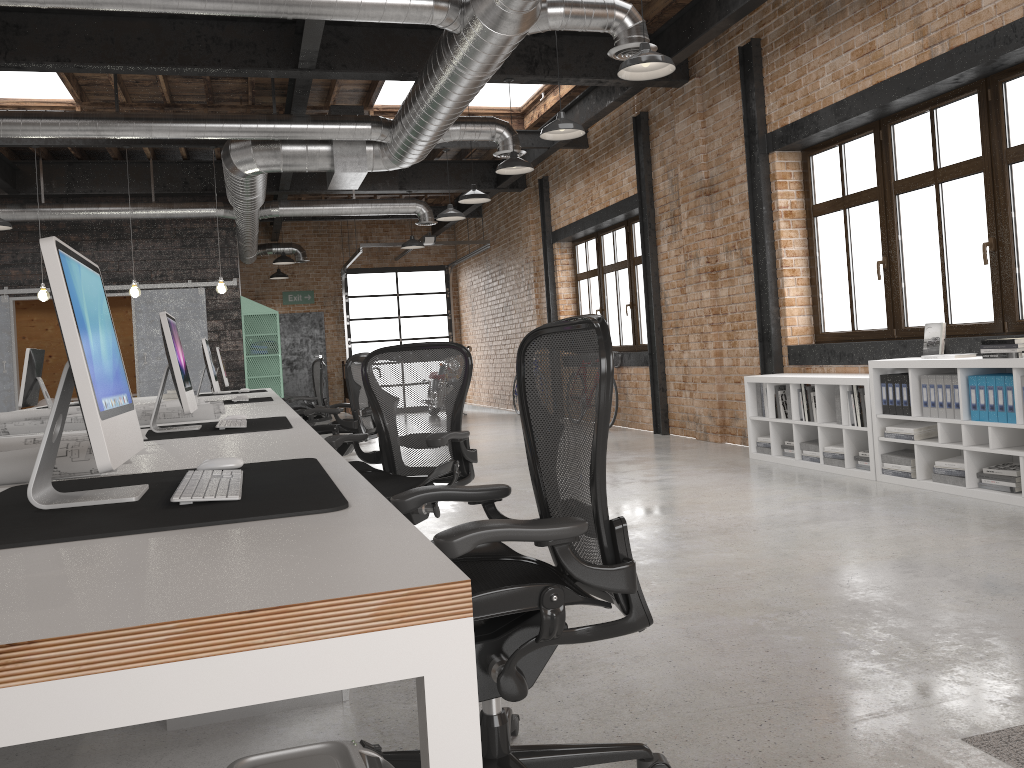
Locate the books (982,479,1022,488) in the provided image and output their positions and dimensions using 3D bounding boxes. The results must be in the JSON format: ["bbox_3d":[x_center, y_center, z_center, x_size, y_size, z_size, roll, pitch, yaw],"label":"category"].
[{"bbox_3d":[2.827,0.546,5.033,0.164,0.047,0.239,-4,2,-16],"label":"books"}]

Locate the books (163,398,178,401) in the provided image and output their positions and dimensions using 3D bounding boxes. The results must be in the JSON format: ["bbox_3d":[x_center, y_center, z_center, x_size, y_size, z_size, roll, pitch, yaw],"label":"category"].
[{"bbox_3d":[-2.724,0.137,7.196,0.200,0.050,0.271,-4,2,-19],"label":"books"}]

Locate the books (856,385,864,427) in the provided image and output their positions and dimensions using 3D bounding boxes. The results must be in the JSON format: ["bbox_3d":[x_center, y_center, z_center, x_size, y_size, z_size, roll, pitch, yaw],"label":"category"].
[{"bbox_3d":[2.502,0.125,6.080,0.272,0.354,0.063,-4,-1,-11],"label":"books"}]

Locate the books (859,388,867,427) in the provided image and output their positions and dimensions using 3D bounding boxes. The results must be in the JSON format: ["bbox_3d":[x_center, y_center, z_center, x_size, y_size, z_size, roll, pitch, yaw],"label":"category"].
[{"bbox_3d":[2.494,0.163,6.044,0.222,0.283,0.061,-4,-1,-11],"label":"books"}]

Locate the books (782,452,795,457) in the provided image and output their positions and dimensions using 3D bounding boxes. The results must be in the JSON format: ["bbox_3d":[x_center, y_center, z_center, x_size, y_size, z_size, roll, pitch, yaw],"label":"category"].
[{"bbox_3d":[2.276,0.542,6.951,0.184,0.049,0.261,-4,2,-16],"label":"books"}]

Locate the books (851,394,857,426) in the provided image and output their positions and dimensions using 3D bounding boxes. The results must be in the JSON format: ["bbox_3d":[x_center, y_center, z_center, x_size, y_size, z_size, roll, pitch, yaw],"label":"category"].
[{"bbox_3d":[2.443,0.185,6.137,0.162,0.240,0.054,-4,-1,-11],"label":"books"}]

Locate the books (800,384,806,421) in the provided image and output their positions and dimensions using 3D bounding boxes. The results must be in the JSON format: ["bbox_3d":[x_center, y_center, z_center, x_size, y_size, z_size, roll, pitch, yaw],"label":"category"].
[{"bbox_3d":[2.325,0.113,6.735,0.258,0.355,0.049,-4,-1,-11],"label":"books"}]

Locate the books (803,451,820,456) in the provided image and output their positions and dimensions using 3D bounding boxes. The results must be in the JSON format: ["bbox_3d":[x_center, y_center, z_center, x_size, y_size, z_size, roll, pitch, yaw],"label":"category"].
[{"bbox_3d":[2.343,0.501,6.627,0.214,0.046,0.251,-4,2,-16],"label":"books"}]

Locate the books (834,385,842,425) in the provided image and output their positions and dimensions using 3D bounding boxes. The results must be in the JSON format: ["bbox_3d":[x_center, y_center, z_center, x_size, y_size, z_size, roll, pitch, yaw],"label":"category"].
[{"bbox_3d":[2.444,0.122,6.328,0.259,0.351,0.065,-4,-1,-11],"label":"books"}]

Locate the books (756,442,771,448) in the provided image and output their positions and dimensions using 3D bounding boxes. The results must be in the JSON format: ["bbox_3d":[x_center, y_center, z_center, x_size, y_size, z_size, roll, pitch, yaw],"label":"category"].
[{"bbox_3d":[2.162,0.480,7.234,0.207,0.067,0.275,-4,2,-16],"label":"books"}]

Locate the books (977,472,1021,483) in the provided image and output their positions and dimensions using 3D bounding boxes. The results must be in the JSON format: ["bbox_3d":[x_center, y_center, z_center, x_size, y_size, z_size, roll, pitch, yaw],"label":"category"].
[{"bbox_3d":[2.845,0.516,5.052,0.222,0.055,0.282,-4,2,-16],"label":"books"}]

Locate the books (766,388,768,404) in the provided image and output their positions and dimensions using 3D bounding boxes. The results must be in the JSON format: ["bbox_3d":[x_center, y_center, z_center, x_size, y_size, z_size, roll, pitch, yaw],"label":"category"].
[{"bbox_3d":[2.165,0.154,7.195,0.182,0.262,0.056,-4,-1,-11],"label":"books"}]

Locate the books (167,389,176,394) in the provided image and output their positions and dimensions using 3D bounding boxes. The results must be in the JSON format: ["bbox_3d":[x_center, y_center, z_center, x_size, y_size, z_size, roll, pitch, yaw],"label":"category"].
[{"bbox_3d":[-2.727,0.058,7.214,0.153,0.030,0.185,-4,2,-18],"label":"books"}]

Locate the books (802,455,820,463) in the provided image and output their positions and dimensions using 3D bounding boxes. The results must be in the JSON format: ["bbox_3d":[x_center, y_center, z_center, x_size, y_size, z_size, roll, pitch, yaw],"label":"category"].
[{"bbox_3d":[2.341,0.545,6.638,0.207,0.061,0.274,-4,2,-16],"label":"books"}]

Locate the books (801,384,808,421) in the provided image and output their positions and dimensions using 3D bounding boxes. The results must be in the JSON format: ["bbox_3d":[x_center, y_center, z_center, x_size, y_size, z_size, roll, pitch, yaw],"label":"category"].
[{"bbox_3d":[2.334,0.115,6.713,0.259,0.353,0.070,-4,-1,-11],"label":"books"}]

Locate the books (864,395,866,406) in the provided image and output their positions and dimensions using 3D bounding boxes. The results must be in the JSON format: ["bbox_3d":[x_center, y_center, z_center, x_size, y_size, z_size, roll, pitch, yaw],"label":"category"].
[{"bbox_3d":[2.501,0.185,6.009,0.197,0.240,0.058,-4,-1,-11],"label":"books"}]

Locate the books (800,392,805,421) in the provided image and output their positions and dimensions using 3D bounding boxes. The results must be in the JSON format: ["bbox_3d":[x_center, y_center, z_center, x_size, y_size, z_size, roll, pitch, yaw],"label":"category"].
[{"bbox_3d":[2.283,0.174,6.740,0.162,0.240,0.054,-4,-1,-11],"label":"books"}]

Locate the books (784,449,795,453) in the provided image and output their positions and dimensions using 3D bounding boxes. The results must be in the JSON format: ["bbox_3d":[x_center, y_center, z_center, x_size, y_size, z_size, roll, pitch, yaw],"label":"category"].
[{"bbox_3d":[2.270,0.514,6.936,0.164,0.047,0.239,-4,2,-16],"label":"books"}]

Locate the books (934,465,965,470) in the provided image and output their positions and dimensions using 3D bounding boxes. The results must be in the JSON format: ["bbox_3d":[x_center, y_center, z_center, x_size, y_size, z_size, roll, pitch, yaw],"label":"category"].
[{"bbox_3d":[2.722,0.485,5.326,0.219,0.039,0.260,-4,2,-16],"label":"books"}]

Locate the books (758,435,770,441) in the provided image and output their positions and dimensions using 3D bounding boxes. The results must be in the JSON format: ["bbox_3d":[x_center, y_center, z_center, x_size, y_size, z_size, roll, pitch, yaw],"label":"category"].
[{"bbox_3d":[2.164,0.435,7.224,0.214,0.052,0.252,-4,2,-16],"label":"books"}]

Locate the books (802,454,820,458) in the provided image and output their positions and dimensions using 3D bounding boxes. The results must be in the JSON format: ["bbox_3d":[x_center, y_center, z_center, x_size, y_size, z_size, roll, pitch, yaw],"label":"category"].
[{"bbox_3d":[2.344,0.519,6.632,0.219,0.034,0.259,-4,2,-16],"label":"books"}]

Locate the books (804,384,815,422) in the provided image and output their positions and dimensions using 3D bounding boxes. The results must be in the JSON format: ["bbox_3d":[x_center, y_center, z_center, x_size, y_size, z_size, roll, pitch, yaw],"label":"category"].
[{"bbox_3d":[2.342,0.114,6.684,0.272,0.354,0.063,-4,-1,-11],"label":"books"}]

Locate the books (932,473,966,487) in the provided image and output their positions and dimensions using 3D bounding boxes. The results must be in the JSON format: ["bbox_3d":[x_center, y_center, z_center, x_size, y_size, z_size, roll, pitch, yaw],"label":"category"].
[{"bbox_3d":[2.726,0.562,5.340,0.217,0.072,0.289,-4,2,-16],"label":"books"}]

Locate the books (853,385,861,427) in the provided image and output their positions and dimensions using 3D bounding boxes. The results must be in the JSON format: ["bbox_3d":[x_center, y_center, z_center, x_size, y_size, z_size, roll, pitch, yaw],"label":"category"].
[{"bbox_3d":[2.494,0.126,6.109,0.259,0.353,0.070,-4,-1,-11],"label":"books"}]

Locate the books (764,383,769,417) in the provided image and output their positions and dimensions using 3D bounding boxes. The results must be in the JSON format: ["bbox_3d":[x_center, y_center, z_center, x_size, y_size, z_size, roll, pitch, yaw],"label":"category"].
[{"bbox_3d":[2.198,0.129,7.242,0.259,0.305,0.040,-4,-1,-11],"label":"books"}]

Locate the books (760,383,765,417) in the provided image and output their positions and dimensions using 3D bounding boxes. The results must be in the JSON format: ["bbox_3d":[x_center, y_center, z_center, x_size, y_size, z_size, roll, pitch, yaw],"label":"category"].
[{"bbox_3d":[2.178,0.114,7.293,0.249,0.333,0.060,-4,-1,-11],"label":"books"}]

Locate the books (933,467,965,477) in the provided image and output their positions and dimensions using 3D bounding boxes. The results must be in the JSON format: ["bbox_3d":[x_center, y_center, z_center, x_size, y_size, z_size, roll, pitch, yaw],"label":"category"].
[{"bbox_3d":[2.718,0.512,5.332,0.207,0.067,0.275,-4,2,-16],"label":"books"}]

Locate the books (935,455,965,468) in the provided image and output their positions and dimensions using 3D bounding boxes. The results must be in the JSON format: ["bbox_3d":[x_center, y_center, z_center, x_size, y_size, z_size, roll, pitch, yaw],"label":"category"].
[{"bbox_3d":[2.721,0.467,5.322,0.214,0.052,0.252,-4,2,-16],"label":"books"}]

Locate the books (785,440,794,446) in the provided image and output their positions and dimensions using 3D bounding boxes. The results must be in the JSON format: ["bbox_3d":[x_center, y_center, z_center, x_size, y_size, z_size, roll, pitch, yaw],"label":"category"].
[{"bbox_3d":[2.289,0.452,6.931,0.199,0.054,0.239,-4,2,-16],"label":"books"}]

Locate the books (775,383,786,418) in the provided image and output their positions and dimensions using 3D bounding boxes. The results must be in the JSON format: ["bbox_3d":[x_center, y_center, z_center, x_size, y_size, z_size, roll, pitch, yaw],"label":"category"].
[{"bbox_3d":[2.226,0.107,7.107,0.272,0.354,0.063,-4,-1,-11],"label":"books"}]

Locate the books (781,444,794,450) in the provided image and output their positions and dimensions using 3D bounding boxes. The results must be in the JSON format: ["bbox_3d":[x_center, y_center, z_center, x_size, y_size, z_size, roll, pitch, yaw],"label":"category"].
[{"bbox_3d":[2.288,0.484,6.955,0.222,0.055,0.282,-4,2,-16],"label":"books"}]

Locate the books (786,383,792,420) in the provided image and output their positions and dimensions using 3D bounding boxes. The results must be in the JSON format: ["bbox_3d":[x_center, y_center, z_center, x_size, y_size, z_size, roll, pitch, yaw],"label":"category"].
[{"bbox_3d":[2.284,0.110,6.932,0.259,0.351,0.065,-4,-1,-11],"label":"books"}]

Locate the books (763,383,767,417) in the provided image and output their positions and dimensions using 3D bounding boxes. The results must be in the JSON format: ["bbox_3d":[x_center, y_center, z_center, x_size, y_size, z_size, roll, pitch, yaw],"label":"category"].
[{"bbox_3d":[2.192,0.123,7.264,0.265,0.315,0.025,-4,-1,-11],"label":"books"}]

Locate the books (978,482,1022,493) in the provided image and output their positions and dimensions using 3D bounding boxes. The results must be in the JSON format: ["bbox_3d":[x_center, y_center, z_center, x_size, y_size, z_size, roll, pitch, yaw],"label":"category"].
[{"bbox_3d":[2.833,0.574,5.048,0.184,0.049,0.261,-4,2,-16],"label":"books"}]

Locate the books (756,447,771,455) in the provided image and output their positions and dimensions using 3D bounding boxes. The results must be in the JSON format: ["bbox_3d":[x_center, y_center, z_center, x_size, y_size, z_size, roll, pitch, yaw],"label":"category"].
[{"bbox_3d":[2.169,0.530,7.243,0.217,0.072,0.289,-4,2,-16],"label":"books"}]

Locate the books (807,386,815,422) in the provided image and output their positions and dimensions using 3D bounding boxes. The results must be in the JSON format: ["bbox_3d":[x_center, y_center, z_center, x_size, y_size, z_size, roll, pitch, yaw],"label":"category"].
[{"bbox_3d":[2.334,0.152,6.647,0.222,0.283,0.061,-4,-1,-11],"label":"books"}]

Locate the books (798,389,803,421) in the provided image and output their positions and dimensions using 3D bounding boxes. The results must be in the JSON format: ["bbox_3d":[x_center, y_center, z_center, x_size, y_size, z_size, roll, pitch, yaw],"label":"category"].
[{"bbox_3d":[2.281,0.161,6.772,0.182,0.262,0.056,-4,-1,-11],"label":"books"}]

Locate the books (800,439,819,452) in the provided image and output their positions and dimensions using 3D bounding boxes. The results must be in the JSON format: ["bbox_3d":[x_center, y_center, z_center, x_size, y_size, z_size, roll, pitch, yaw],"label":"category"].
[{"bbox_3d":[2.340,0.464,6.647,0.217,0.078,0.291,-4,2,-16],"label":"books"}]

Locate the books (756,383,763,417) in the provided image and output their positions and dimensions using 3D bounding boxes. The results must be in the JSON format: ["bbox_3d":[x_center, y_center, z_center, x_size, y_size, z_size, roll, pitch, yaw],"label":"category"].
[{"bbox_3d":[2.168,0.103,7.355,0.259,0.351,0.065,-4,-1,-11],"label":"books"}]

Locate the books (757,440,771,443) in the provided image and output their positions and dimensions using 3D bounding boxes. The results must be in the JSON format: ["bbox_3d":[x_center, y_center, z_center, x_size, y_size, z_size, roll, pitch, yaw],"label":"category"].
[{"bbox_3d":[2.165,0.454,7.228,0.219,0.039,0.260,-4,2,-16],"label":"books"}]

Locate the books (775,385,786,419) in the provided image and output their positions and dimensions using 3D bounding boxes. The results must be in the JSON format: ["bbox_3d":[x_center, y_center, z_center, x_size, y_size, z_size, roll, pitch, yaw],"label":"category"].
[{"bbox_3d":[2.218,0.145,7.070,0.222,0.283,0.061,-4,-1,-11],"label":"books"}]

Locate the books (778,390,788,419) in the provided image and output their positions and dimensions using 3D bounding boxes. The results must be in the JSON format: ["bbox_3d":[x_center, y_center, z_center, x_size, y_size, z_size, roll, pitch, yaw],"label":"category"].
[{"bbox_3d":[2.225,0.167,7.035,0.197,0.240,0.058,-4,-1,-11],"label":"books"}]

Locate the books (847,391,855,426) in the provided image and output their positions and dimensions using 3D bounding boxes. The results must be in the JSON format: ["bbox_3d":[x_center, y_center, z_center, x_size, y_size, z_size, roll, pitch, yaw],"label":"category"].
[{"bbox_3d":[2.441,0.173,6.168,0.182,0.262,0.056,-4,-1,-11],"label":"books"}]

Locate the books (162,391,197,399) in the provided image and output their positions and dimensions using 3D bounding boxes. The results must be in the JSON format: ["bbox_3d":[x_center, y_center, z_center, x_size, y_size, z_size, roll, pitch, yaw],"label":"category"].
[{"bbox_3d":[-2.710,0.088,7.217,0.193,0.044,0.257,-4,2,1],"label":"books"}]

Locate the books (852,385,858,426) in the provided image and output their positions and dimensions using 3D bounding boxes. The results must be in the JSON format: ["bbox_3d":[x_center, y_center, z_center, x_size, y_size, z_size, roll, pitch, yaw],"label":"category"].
[{"bbox_3d":[2.485,0.124,6.131,0.258,0.355,0.049,-4,-1,-11],"label":"books"}]

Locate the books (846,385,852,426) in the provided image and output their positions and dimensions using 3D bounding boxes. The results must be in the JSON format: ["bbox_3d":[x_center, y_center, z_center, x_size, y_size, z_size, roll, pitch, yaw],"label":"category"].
[{"bbox_3d":[2.474,0.147,6.215,0.259,0.305,0.040,-4,-1,-11],"label":"books"}]

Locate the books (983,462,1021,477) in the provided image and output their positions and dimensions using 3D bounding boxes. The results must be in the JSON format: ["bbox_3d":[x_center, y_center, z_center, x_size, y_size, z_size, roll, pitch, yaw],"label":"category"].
[{"bbox_3d":[2.846,0.484,5.028,0.199,0.054,0.239,-4,2,-16],"label":"books"}]

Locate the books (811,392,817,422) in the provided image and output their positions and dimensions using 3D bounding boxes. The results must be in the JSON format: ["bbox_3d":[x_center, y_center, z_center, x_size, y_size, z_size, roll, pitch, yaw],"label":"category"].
[{"bbox_3d":[2.342,0.174,6.613,0.197,0.240,0.058,-4,-1,-11],"label":"books"}]
